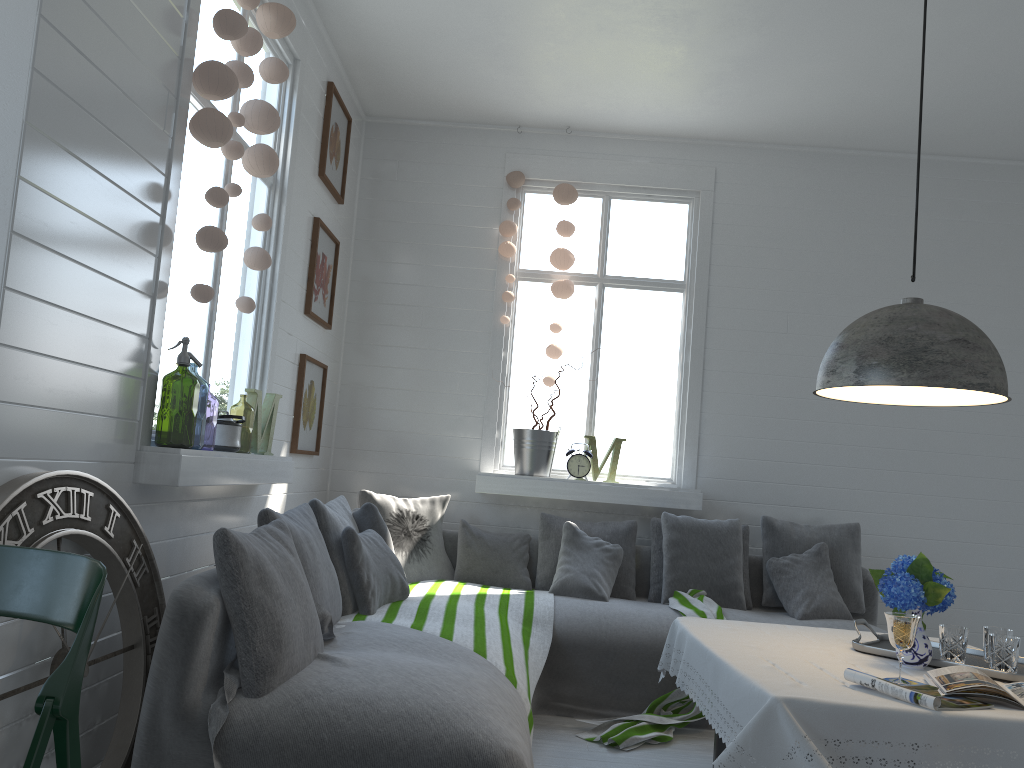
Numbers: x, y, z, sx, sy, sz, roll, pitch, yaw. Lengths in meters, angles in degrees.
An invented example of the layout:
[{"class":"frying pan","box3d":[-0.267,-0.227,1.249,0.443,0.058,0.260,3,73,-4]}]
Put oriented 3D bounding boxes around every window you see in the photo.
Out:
[{"class":"window","box3d":[-1.186,-0.761,3.959,0.254,2.394,1.484,4,-5,2]},{"class":"window","box3d":[0.597,-0.402,6.073,1.482,2.394,0.379,4,-5,2]}]

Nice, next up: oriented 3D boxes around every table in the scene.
[{"class":"table","box3d":[1.203,1.267,2.899,1.327,0.724,1.673,4,-6,3]}]

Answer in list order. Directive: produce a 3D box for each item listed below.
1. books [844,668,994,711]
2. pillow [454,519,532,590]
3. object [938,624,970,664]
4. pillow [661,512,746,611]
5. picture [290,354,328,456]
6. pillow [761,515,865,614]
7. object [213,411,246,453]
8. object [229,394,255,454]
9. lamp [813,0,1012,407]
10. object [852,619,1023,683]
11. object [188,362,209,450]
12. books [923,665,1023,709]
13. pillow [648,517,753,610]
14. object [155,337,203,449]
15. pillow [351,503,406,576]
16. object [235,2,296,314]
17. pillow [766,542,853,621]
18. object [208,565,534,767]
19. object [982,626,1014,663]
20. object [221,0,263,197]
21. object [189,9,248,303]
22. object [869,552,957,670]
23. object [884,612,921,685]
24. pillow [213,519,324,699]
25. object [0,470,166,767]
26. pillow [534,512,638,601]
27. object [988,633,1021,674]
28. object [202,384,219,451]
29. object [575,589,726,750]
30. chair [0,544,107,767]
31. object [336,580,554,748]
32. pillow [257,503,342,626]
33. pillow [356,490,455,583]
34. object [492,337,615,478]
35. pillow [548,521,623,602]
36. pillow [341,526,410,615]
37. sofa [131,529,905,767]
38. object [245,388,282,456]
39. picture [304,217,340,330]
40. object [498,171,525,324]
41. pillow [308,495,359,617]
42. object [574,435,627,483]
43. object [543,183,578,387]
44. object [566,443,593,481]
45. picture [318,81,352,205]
[{"class":"books","box3d":[1.108,0.833,2.429,0.229,0.043,0.300,7,-6,-24]},{"class":"pillow","box3d":[-0.102,1.095,5.618,0.495,0.438,0.280,4,-5,4]},{"class":"object","box3d":[1.483,0.875,2.980,0.095,0.119,0.096,6,-5,-14]},{"class":"pillow","box3d":[1.173,1.096,5.451,0.509,0.572,0.296,4,-5,2]},{"class":"picture","box3d":[-1.231,0.141,5.405,0.036,0.579,0.556,4,-5,2]},{"class":"pillow","box3d":[1.886,1.131,5.566,0.639,0.560,0.279,4,-5,2]},{"class":"object","box3d":[-1.253,0.201,3.793,0.208,0.174,0.186,6,-6,-18]},{"class":"object","box3d":[-1.235,0.182,4.036,0.111,0.269,0.111,3,-5,20]},{"class":"lamp","box3d":[1.397,-0.971,3.029,0.601,2.041,0.601,7,-5,-27]},{"class":"object","box3d":[1.506,0.906,3.035,0.651,0.092,0.399,-1,-8,44]},{"class":"object","box3d":[-1.244,0.085,3.413,0.137,0.334,0.138,4,-5,9]},{"class":"books","box3d":[1.410,0.858,2.492,0.422,0.049,0.301,3,-6,17]},{"class":"pillow","box3d":[1.186,1.130,5.593,0.641,0.520,0.281,4,-5,2]},{"class":"object","box3d":[-1.227,0.030,3.278,0.136,0.415,0.136,5,-5,-1]},{"class":"pillow","box3d":[-0.771,0.907,4.883,0.344,0.525,0.617,5,-5,1]},{"class":"object","box3d":[-1.129,-1.022,3.965,0.196,1.424,0.200,4,-5,12]},{"class":"pillow","box3d":[1.785,1.181,5.303,0.380,0.462,0.417,6,-5,-13]},{"class":"object","box3d":[-0.455,1.105,2.913,1.684,0.923,1.214,0,-7,42]},{"class":"object","box3d":[1.656,0.893,3.026,0.095,0.119,0.096,2,-6,26]},{"class":"object","box3d":[-1.113,-1.301,3.669,0.153,1.087,0.150,1,-6,37]},{"class":"object","box3d":[-1.144,-1.007,3.420,0.197,1.402,0.194,8,-6,-38]},{"class":"object","box3d":[1.301,0.732,2.890,0.265,0.376,0.236,4,-5,4]},{"class":"object","box3d":[1.117,0.759,2.545,0.098,0.191,0.098,3,-5,22]},{"class":"pillow","box3d":[-0.795,0.731,2.956,0.279,0.521,0.640,4,-5,1]},{"class":"object","box3d":[-1.198,0.823,2.518,0.585,1.136,1.113,6,-5,-13]},{"class":"pillow","box3d":[0.472,1.101,5.602,0.639,0.521,0.279,4,-5,1]},{"class":"object","box3d":[1.581,0.869,2.851,0.095,0.119,0.096,2,-6,26]},{"class":"object","box3d":[-1.237,0.133,3.551,0.111,0.269,0.111,3,-5,20]},{"class":"object","box3d":[0.890,1.374,4.801,0.622,0.832,1.583,2,-6,26]},{"class":"chair","box3d":[-1.168,0.813,1.589,0.651,1.005,0.731,4,-5,2]},{"class":"object","box3d":[-0.332,1.291,3.991,1.043,0.472,3.169,4,-6,2]},{"class":"pillow","box3d":[-0.868,0.770,3.684,0.280,0.520,0.642,4,-5,2]},{"class":"pillow","box3d":[-0.621,0.959,5.504,0.395,0.560,0.639,0,-7,41]},{"class":"object","box3d":[0.234,0.134,5.721,0.636,0.934,0.848,9,-7,-41]},{"class":"pillow","box3d":[0.450,1.078,5.344,0.380,0.462,0.417,3,-5,17]},{"class":"pillow","box3d":[-0.709,0.904,4.298,0.277,0.444,0.529,3,-6,16]},{"class":"sofa","box3d":[0.607,1.308,4.129,3.407,0.897,3.400,4,-6,1]},{"class":"object","box3d":[-1.223,0.190,4.288,0.052,0.311,0.331,4,-5,12]},{"class":"picture","box3d":[-1.166,-0.666,5.473,0.036,0.579,0.556,4,-5,2]},{"class":"object","box3d":[-0.022,-0.958,6.188,0.153,1.087,0.150,7,-5,-23]},{"class":"pillow","box3d":[-0.840,0.845,4.379,0.278,0.560,0.640,4,-5,2]},{"class":"object","box3d":[0.599,0.513,6.010,0.330,0.311,0.052,5,-5,-8]},{"class":"object","box3d":[0.330,-0.687,6.108,0.200,1.424,0.197,0,-6,42]},{"class":"object","box3d":[0.444,0.517,5.888,0.182,0.250,0.075,4,-5,2]},{"class":"picture","box3d":[-1.099,-1.489,5.541,0.036,0.579,0.556,4,-5,2]}]
